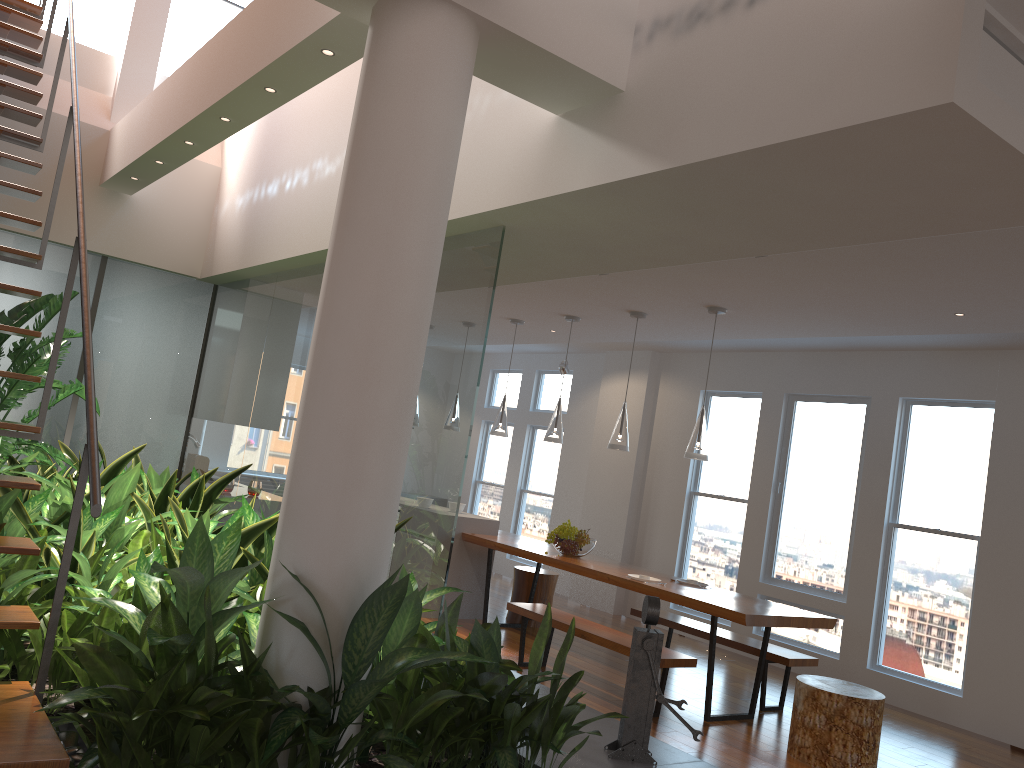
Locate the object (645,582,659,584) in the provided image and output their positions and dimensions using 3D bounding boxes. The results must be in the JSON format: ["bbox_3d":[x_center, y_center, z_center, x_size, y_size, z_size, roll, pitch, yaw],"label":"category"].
[{"bbox_3d":[0.924,1.296,5.771,0.164,0.006,0.017,12,-6,-31],"label":"object"}]

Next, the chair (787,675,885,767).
[{"bbox_3d":[1.773,1.861,4.859,0.460,0.400,0.460,12,-6,-26],"label":"chair"}]

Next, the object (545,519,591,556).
[{"bbox_3d":[0.442,1.174,6.769,0.292,0.284,0.394,8,-5,18],"label":"object"}]

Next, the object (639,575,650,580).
[{"bbox_3d":[0.875,1.283,5.861,0.079,0.030,0.070,8,-5,17],"label":"object"}]

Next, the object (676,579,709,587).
[{"bbox_3d":[1.235,1.366,6.071,0.222,0.020,0.222,4,-7,46],"label":"object"}]

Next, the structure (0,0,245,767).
[{"bbox_3d":[-1.730,-0.869,4.154,2.552,4.265,4.591,13,-6,-36],"label":"structure"}]

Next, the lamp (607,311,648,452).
[{"bbox_3d":[0.833,-0.054,6.309,0.160,1.060,0.160,10,-5,-9],"label":"lamp"}]

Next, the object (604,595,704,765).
[{"bbox_3d":[0.529,1.046,3.136,0.318,0.565,0.134,9,-5,0],"label":"object"}]

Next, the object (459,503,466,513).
[{"bbox_3d":[-0.481,1.078,7.724,0.152,0.082,0.152,8,-5,14],"label":"object"}]

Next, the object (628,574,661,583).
[{"bbox_3d":[0.874,1.289,5.861,0.222,0.020,0.222,9,-5,4],"label":"object"}]

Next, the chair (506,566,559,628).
[{"bbox_3d":[0.177,1.842,7.678,0.402,0.455,0.396,4,-7,44],"label":"chair"}]

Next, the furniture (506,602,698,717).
[{"bbox_3d":[0.487,1.728,5.570,0.316,0.389,1.433,13,-6,-36],"label":"furniture"}]

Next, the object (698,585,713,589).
[{"bbox_3d":[1.309,1.370,5.993,0.158,0.017,0.019,14,-7,-41],"label":"object"}]

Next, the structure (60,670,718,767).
[{"bbox_3d":[-1.501,1.235,3.556,3.088,0.386,5.584,13,-6,-36],"label":"structure"}]

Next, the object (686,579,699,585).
[{"bbox_3d":[1.236,1.360,6.071,0.079,0.030,0.070,9,-5,7],"label":"object"}]

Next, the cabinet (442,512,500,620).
[{"bbox_3d":[-1.273,1.485,8.492,0.597,0.832,2.936,13,-6,-36],"label":"cabinet"}]

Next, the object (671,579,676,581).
[{"bbox_3d":[1.154,1.365,6.164,0.149,0.014,0.044,13,-6,-35],"label":"object"}]

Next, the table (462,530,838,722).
[{"bbox_3d":[-0.190,1.639,7.560,0.893,0.704,5.996,13,-6,-36],"label":"table"}]

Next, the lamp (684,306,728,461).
[{"bbox_3d":[1.263,-0.038,5.727,0.160,1.060,0.160,10,-5,-9],"label":"lamp"}]

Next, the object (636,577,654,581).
[{"bbox_3d":[0.874,1.293,5.861,0.124,0.011,0.124,11,-5,-15],"label":"object"}]

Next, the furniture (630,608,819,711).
[{"bbox_3d":[1.428,1.945,6.271,0.316,0.389,1.433,13,-6,-36],"label":"furniture"}]

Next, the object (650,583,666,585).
[{"bbox_3d":[0.943,1.292,5.744,0.149,0.014,0.044,13,-7,-37],"label":"object"}]

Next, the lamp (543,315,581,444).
[{"bbox_3d":[0.403,-0.070,6.890,0.160,1.060,0.160,10,-5,-9],"label":"lamp"}]

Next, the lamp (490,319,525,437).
[{"bbox_3d":[-0.027,-0.086,7.471,0.160,1.060,0.160,10,-5,-9],"label":"lamp"}]

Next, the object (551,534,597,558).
[{"bbox_3d":[0.461,1.241,6.766,0.360,0.159,0.360,8,-5,17],"label":"object"}]
